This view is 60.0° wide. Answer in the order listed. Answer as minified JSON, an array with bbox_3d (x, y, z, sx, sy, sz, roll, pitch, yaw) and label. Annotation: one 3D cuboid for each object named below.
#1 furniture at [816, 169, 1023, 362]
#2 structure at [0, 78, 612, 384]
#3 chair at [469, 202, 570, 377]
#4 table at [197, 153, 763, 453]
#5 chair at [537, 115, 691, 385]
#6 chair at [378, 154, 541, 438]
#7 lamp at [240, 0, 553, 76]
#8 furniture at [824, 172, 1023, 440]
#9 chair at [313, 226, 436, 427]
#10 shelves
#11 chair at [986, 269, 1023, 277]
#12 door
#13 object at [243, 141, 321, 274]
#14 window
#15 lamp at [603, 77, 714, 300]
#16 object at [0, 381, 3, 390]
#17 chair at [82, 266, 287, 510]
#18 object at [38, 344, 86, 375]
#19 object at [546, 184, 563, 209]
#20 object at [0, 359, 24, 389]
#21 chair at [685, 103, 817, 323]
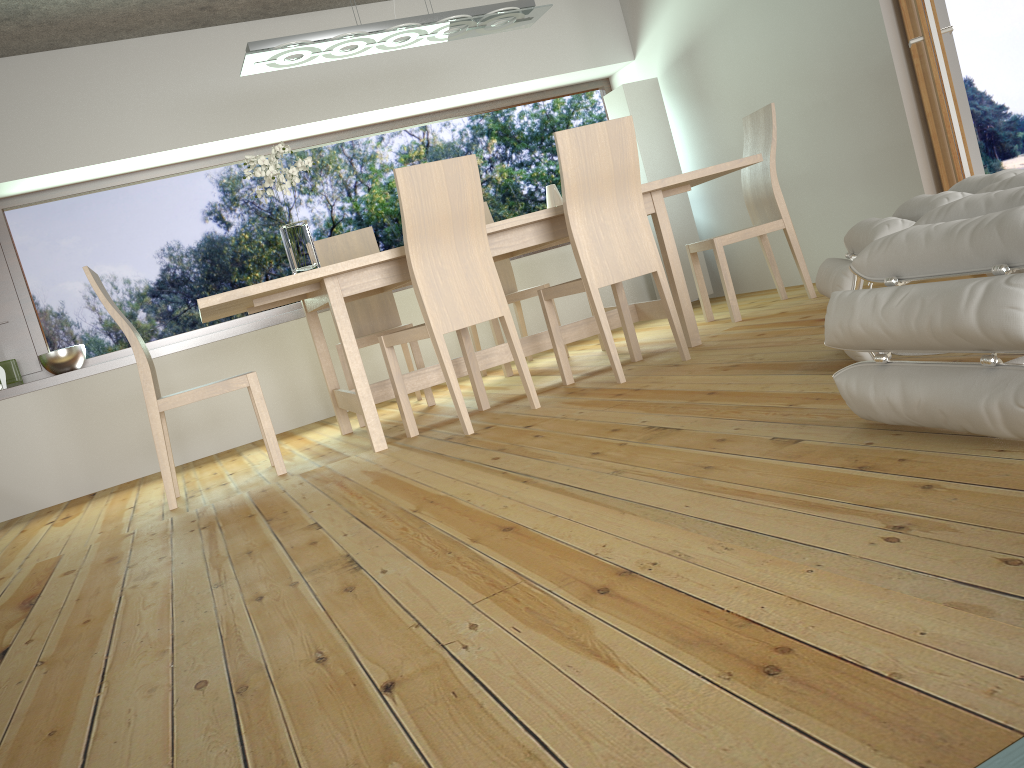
[{"bbox_3d":[1.263,-0.355,2.599,0.685,0.438,0.572,-14,6,14],"label":"furniture"},{"bbox_3d":[-1.211,-1.059,5.741,4.890,1.151,0.525,-18,6,-21],"label":"structure"},{"bbox_3d":[-0.083,-0.582,5.196,0.405,1.014,0.506,-18,6,-22],"label":"chair"},{"bbox_3d":[-0.101,-0.324,4.203,2.507,0.754,1.200,-18,6,-18],"label":"table"},{"bbox_3d":[0.365,-0.538,3.754,0.405,1.014,0.506,-18,6,-21],"label":"chair"},{"bbox_3d":[-0.280,-0.333,3.557,0.406,1.014,0.505,-19,6,-32],"label":"chair"},{"bbox_3d":[-0.614,-1.954,4.122,1.495,0.717,0.290,-18,6,-21],"label":"lamp"},{"bbox_3d":[1.047,-0.193,1.745,0.687,0.438,0.570,-17,6,-14],"label":"furniture"},{"bbox_3d":[-0.771,-0.337,4.767,0.405,1.014,0.507,-17,5,-10],"label":"chair"},{"bbox_3d":[-1.054,-0.539,5.767,4.885,0.054,0.403,-18,7,-21],"label":"shelves"},{"bbox_3d":[2.019,-0.886,2.951,0.915,0.966,0.570,-17,5,-11],"label":"chair"},{"bbox_3d":[1.802,-1.716,3.970,0.162,2.412,0.939,-14,6,24],"label":"door"},{"bbox_3d":[-0.975,-0.754,3.901,0.305,0.606,0.302,-17,5,-18],"label":"object"},{"bbox_3d":[-1.034,-1.176,6.043,4.199,0.976,0.012,-18,5,-21],"label":"window"},{"bbox_3d":[1.004,-1.297,6.077,0.281,1.496,0.280,-18,5,-21],"label":"lamp"},{"bbox_3d":[-2.922,-0.072,4.912,0.099,0.259,0.099,-17,5,-16],"label":"object"},{"bbox_3d":[-1.362,-0.048,3.738,0.507,1.014,0.404,-18,5,-18],"label":"chair"},{"bbox_3d":[-2.588,-0.130,5.130,0.246,0.136,0.248,-14,6,14],"label":"object"},{"bbox_3d":[0.322,-1.216,6.261,0.154,0.383,0.153,-18,6,-24],"label":"object"},{"bbox_3d":[-2.881,-0.052,5.069,0.112,0.160,0.112,-20,7,-36],"label":"object"},{"bbox_3d":[1.199,-0.882,4.672,0.507,1.014,0.405,-17,5,-8],"label":"chair"}]
